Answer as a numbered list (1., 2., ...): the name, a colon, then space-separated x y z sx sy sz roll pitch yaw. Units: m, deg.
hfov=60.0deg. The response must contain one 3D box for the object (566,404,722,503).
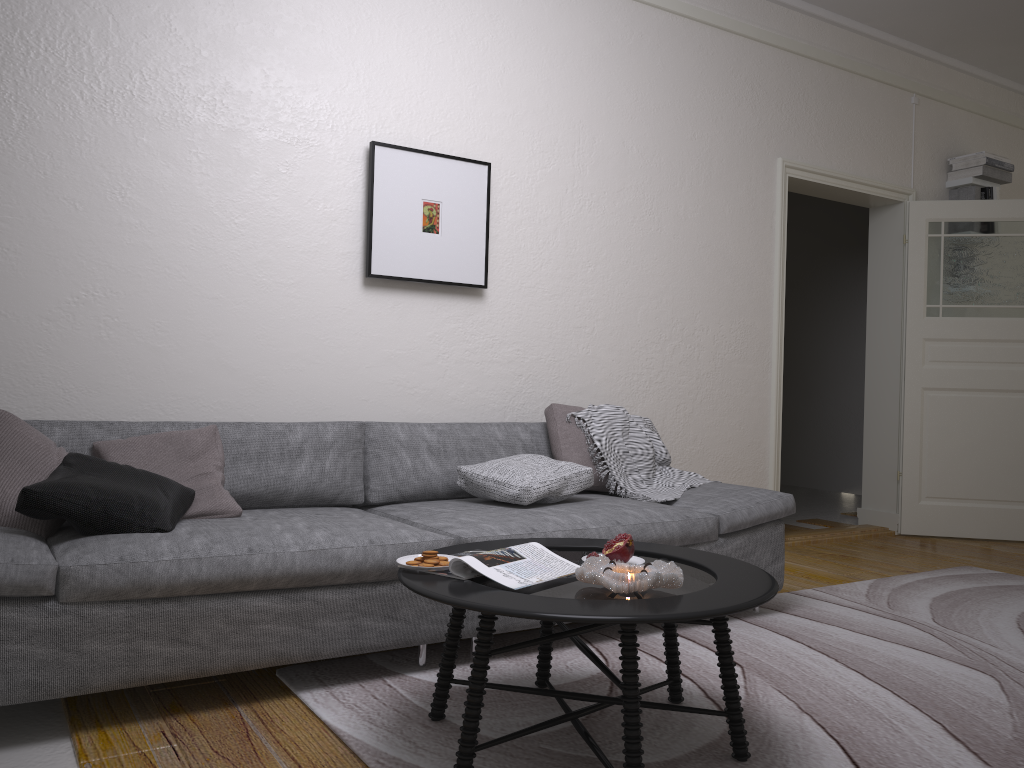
1. object: 0.621 0.528 3.977 0.611 0.866 0.896 1 0 24

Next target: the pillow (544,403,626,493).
1. pillow: 0.357 0.284 3.916 0.434 0.390 0.237 2 0 -32

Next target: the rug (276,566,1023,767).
1. rug: 1.346 0.937 2.926 3.774 0.008 1.916 2 0 -32

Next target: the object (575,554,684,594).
1. object: 0.275 0.448 2.079 0.258 0.062 0.249 2 0 -24

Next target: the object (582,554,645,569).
1. object: 0.268 0.472 2.342 0.166 0.015 0.169 1 0 13

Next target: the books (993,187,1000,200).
1. books: 3.195 -1.166 6.044 0.072 0.309 0.254 2 0 -31

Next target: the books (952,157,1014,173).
1. books: 3.186 -1.463 5.995 0.338 0.049 0.245 2 0 -32

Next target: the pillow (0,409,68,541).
1. pillow: -1.502 0.305 2.668 0.482 0.448 0.349 2 0 -11

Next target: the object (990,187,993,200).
1. object: 3.166 -1.168 6.052 0.050 0.311 0.253 2 0 -31

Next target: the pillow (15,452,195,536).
1. pillow: -1.188 0.352 2.638 0.405 0.268 0.418 2 0 -11

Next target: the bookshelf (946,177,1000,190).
1. bookshelf: 3.144 -0.945 6.060 0.346 0.860 0.190 2 0 -32

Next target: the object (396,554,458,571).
1. object: -0.203 0.446 2.204 0.164 0.015 0.171 1 0 40

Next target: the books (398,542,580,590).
1. books: -0.043 0.438 2.218 0.365 0.048 0.311 1 0 37

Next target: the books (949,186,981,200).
1. books: 3.065 -1.170 6.005 0.066 0.307 0.187 2 0 -31

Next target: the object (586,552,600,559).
1. object: 0.215 0.457 2.324 0.044 0.036 0.035 2 0 -23

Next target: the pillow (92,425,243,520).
1. pillow: -1.134 0.298 2.918 0.430 0.318 0.332 2 0 -32

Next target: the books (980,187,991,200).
1. books: 3.140 -1.169 6.055 0.064 0.310 0.267 2 0 -31

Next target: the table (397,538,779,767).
1. table: 0.182 0.692 2.244 0.962 0.449 0.926 2 0 -34

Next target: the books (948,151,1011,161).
1. books: 3.178 -1.525 6.026 0.320 0.015 0.260 2 0 -32

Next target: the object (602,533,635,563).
1. object: 0.280 0.437 2.345 0.088 0.082 0.110 2 0 3

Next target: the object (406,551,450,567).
1. object: -0.205 0.433 2.203 0.118 0.036 0.121 1 0 20

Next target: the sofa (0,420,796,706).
1. sofa: -0.431 0.528 3.207 3.112 0.772 1.083 2 0 -32

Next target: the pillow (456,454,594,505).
1. pillow: 0.057 0.381 3.490 0.398 0.194 0.412 1 0 45

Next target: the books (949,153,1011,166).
1. books: 3.170 -1.503 6.008 0.310 0.030 0.254 2 0 -32

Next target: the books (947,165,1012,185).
1. books: 3.185 -1.406 6.038 0.357 0.065 0.254 2 0 -32
